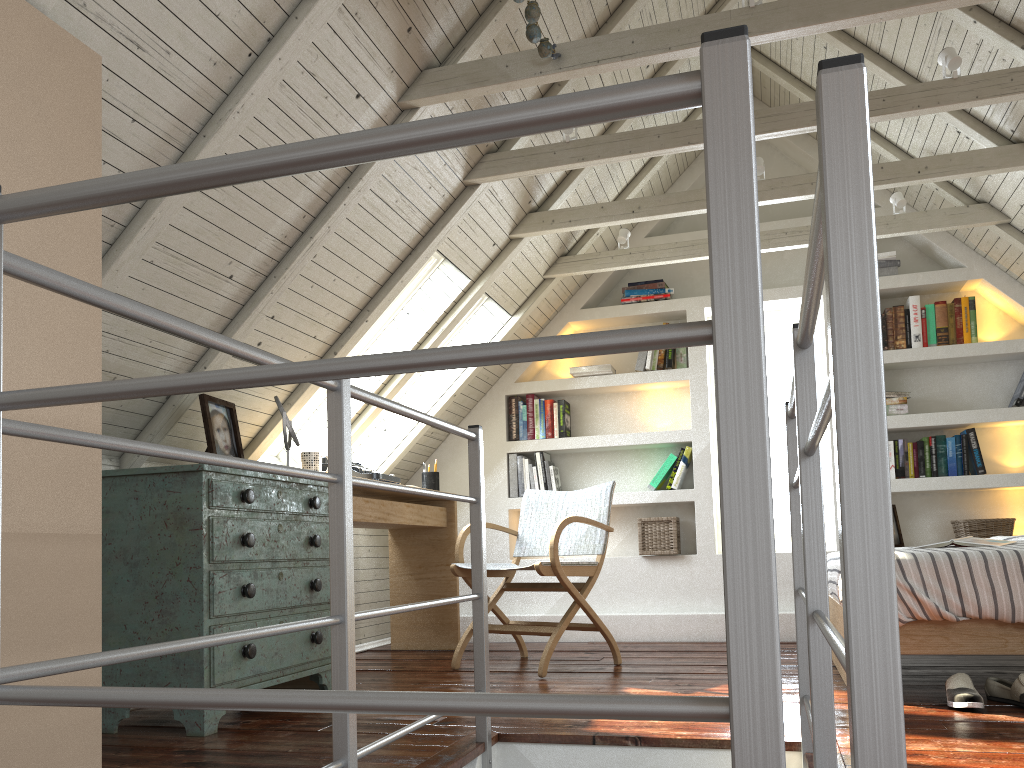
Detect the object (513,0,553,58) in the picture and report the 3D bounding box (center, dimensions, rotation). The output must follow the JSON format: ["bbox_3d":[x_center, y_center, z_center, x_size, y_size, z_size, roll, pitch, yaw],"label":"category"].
[{"bbox_3d":[0.056,-0.934,2.271,0.059,0.066,0.287,-4,-11,15],"label":"object"}]

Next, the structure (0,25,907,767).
[{"bbox_3d":[0.075,0.427,1.426,0.838,0.983,1.660,-4,-9,16],"label":"structure"}]

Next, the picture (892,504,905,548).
[{"bbox_3d":[1.861,0.718,4.423,0.174,0.221,0.128,3,-7,-34],"label":"picture"}]

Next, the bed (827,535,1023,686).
[{"bbox_3d":[2.132,0.673,3.144,1.882,0.696,1.896,-5,-11,16],"label":"bed"}]

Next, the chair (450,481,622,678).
[{"bbox_3d":[0.103,0.818,3.785,0.555,0.782,0.562,-7,-8,41],"label":"chair"}]

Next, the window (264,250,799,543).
[{"bbox_3d":[0.192,0.099,4.199,3.093,1.359,1.422,-1,-8,-6],"label":"window"}]

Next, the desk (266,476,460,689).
[{"bbox_3d":[-0.644,0.869,3.978,0.378,0.795,1.340,-3,-9,16],"label":"desk"}]

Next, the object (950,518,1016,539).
[{"bbox_3d":[2.330,0.734,4.346,0.283,0.132,0.180,-3,-9,7],"label":"object"}]

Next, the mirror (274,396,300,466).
[{"bbox_3d":[-0.817,0.201,3.202,0.113,0.315,0.209,1,-6,-30],"label":"mirror"}]

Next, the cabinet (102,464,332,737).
[{"bbox_3d":[-0.921,0.690,2.900,0.416,0.758,0.813,-3,-8,16],"label":"cabinet"}]

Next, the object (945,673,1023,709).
[{"bbox_3d":[1.414,0.889,2.565,0.285,0.090,0.278,-4,-11,14],"label":"object"}]

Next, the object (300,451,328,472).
[{"bbox_3d":[-0.779,0.320,3.467,0.109,0.099,0.084,3,-8,-33],"label":"object"}]

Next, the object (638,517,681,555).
[{"bbox_3d":[0.802,0.828,4.783,0.205,0.198,0.207,-4,-8,16],"label":"object"}]

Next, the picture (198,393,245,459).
[{"bbox_3d":[-0.988,0.178,2.898,0.147,0.256,0.204,-3,-7,11],"label":"picture"}]

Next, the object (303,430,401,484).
[{"bbox_3d":[-0.699,0.324,3.863,0.354,0.235,0.393,-3,-9,11],"label":"object"}]

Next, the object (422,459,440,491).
[{"bbox_3d":[-0.420,0.478,4.529,0.088,0.184,0.089,0,-5,-20],"label":"object"}]
